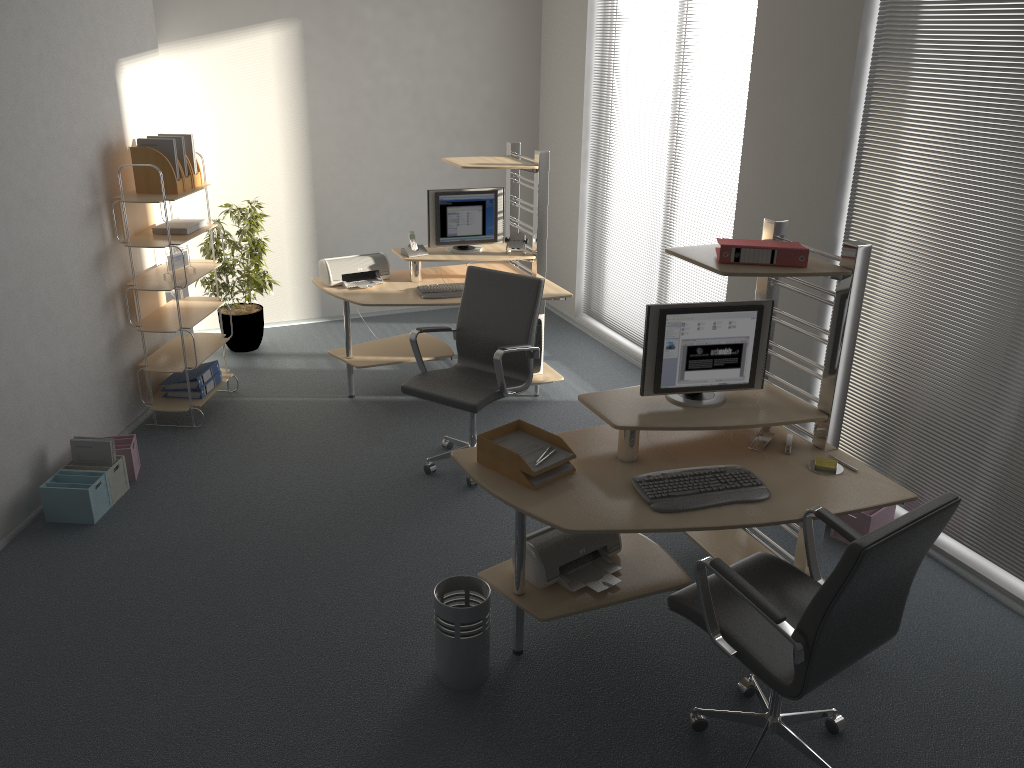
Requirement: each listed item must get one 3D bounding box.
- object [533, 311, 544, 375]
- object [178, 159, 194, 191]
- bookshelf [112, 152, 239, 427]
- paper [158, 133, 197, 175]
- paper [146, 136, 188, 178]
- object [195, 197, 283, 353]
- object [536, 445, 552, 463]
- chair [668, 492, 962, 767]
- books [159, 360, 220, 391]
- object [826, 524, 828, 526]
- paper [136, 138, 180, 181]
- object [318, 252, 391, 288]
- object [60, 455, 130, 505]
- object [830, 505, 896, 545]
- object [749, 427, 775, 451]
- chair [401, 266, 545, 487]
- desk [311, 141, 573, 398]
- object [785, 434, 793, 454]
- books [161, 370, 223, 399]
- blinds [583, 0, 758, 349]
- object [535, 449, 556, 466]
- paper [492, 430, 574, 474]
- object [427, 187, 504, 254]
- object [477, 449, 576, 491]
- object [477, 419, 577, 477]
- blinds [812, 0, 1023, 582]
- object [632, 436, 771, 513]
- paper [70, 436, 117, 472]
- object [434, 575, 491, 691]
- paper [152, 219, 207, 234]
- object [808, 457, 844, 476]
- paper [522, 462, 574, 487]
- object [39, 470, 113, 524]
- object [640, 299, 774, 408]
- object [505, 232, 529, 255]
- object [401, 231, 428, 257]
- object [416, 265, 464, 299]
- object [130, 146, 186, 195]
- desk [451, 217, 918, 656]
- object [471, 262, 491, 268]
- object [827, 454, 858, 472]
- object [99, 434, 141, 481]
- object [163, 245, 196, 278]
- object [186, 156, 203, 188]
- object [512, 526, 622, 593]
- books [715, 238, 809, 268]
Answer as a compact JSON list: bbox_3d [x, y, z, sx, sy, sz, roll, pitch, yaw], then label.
[{"bbox_3d":[0.035,-0.323,6.012,0.199,0.422,0.471,-8,24,-22],"label":"object"},{"bbox_3d":[-2.015,-1.271,5.182,0.243,0.259,0.113,3,22,4],"label":"object"},{"bbox_3d":[-2.027,-0.574,5.398,0.381,1.572,0.724,2,22,4],"label":"bookshelf"},{"bbox_3d":[-1.998,-1.342,5.309,0.213,0.297,0.045,4,22,7],"label":"paper"},{"bbox_3d":[-2.014,-1.297,5.194,0.213,0.297,0.045,3,22,4],"label":"paper"},{"bbox_3d":[-2.001,-0.800,6.548,0.544,1.147,0.644,3,22,5],"label":"object"},{"bbox_3d":[0.119,0.262,3.312,0.008,0.009,0.159,9,23,20],"label":"object"},{"bbox_3d":[0.904,0.764,2.860,0.584,1.048,0.652,-15,27,-34],"label":"chair"},{"bbox_3d":[-2.032,-0.055,5.591,0.263,0.100,0.320,3,22,5],"label":"books"},{"bbox_3d":[1.596,0.585,4.499,0.245,0.202,0.185,-8,23,-21],"label":"object"},{"bbox_3d":[-2.022,-1.251,5.079,0.213,0.297,0.045,2,22,2],"label":"paper"},{"bbox_3d":[-0.989,-0.734,5.750,0.438,0.162,0.351,-12,25,-29],"label":"object"},{"bbox_3d":[-2.146,0.496,4.574,0.245,0.202,0.185,2,22,3],"label":"object"},{"bbox_3d":[1.709,0.659,4.316,0.245,0.202,0.185,-17,28,-38],"label":"object"},{"bbox_3d":[1.017,0.210,3.599,0.054,0.064,0.159,15,26,31],"label":"object"},{"bbox_3d":[-0.208,-0.035,4.814,0.584,1.048,0.652,14,25,30],"label":"chair"},{"bbox_3d":[-0.473,-0.682,5.725,1.469,1.566,0.967,-8,24,-22],"label":"desk"},{"bbox_3d":[1.114,0.237,3.566,0.022,0.042,0.134,8,23,17],"label":"object"},{"bbox_3d":[-2.023,-0.003,5.611,0.262,0.072,0.320,3,22,5],"label":"books"},{"bbox_3d":[1.003,-1.539,6.061,0.037,2.749,1.950,-8,24,-22],"label":"blinds"},{"bbox_3d":[0.125,0.273,3.285,0.008,0.009,0.159,13,25,28],"label":"object"},{"bbox_3d":[0.055,0.252,3.357,0.210,0.010,0.297,-19,29,-40],"label":"paper"},{"bbox_3d":[-0.312,-1.108,5.940,0.516,0.418,0.245,-2,22,-8],"label":"object"},{"bbox_3d":[0.054,0.288,3.372,0.225,0.060,0.309,-19,29,-40],"label":"object"},{"bbox_3d":[0.054,0.236,3.351,0.225,0.060,0.309,-19,29,-40],"label":"object"},{"bbox_3d":[2.095,-0.566,3.672,0.022,2.770,1.950,-8,24,-22],"label":"blinds"},{"bbox_3d":[0.616,0.298,3.483,0.478,0.082,0.814,-5,23,-14],"label":"object"},{"bbox_3d":[-2.143,0.425,4.561,0.220,0.306,0.068,2,22,3],"label":"paper"},{"bbox_3d":[-0.185,0.934,3.317,0.208,0.377,0.208,9,23,19],"label":"object"},{"bbox_3d":[-2.001,-0.950,5.349,0.213,0.046,0.297,2,22,4],"label":"paper"},{"bbox_3d":[1.207,0.310,3.408,0.132,0.026,0.132,-8,23,-21],"label":"object"},{"bbox_3d":[0.054,0.300,3.376,0.210,0.019,0.297,-19,29,-40],"label":"paper"},{"bbox_3d":[-2.158,0.564,4.402,0.245,0.202,0.185,2,22,3],"label":"object"},{"bbox_3d":[0.769,-0.145,3.576,0.516,0.418,0.245,0,22,-1],"label":"object"},{"bbox_3d":[0.032,-0.938,5.909,0.154,0.135,0.093,6,22,13],"label":"object"},{"bbox_3d":[-0.646,-0.926,5.834,0.150,0.151,0.119,-15,27,-34],"label":"object"},{"bbox_3d":[-0.431,-0.672,5.867,0.478,0.082,0.814,-5,23,-14],"label":"object"},{"bbox_3d":[-2.021,-1.225,5.067,0.243,0.259,0.113,2,22,2],"label":"object"},{"bbox_3d":[0.614,0.289,3.341,1.469,1.566,0.967,-8,24,-22],"label":"desk"},{"bbox_3d":[-0.128,-0.730,6.016,0.168,0.088,0.742,-7,23,-20],"label":"object"},{"bbox_3d":[1.282,0.305,3.443,0.011,0.011,0.158,-9,24,-24],"label":"object"},{"bbox_3d":[-2.158,0.411,4.784,0.245,0.202,0.185,-5,22,-14],"label":"object"},{"bbox_3d":[-2.003,-0.738,5.321,0.077,0.161,0.192,10,23,21],"label":"object"},{"bbox_3d":[-1.999,-1.316,5.297,0.243,0.259,0.113,4,22,7],"label":"object"},{"bbox_3d":[0.270,0.668,3.506,0.438,0.162,0.351,-16,27,-36],"label":"object"},{"bbox_3d":[0.957,-0.522,3.418,0.320,0.072,0.262,4,22,8],"label":"books"}]
